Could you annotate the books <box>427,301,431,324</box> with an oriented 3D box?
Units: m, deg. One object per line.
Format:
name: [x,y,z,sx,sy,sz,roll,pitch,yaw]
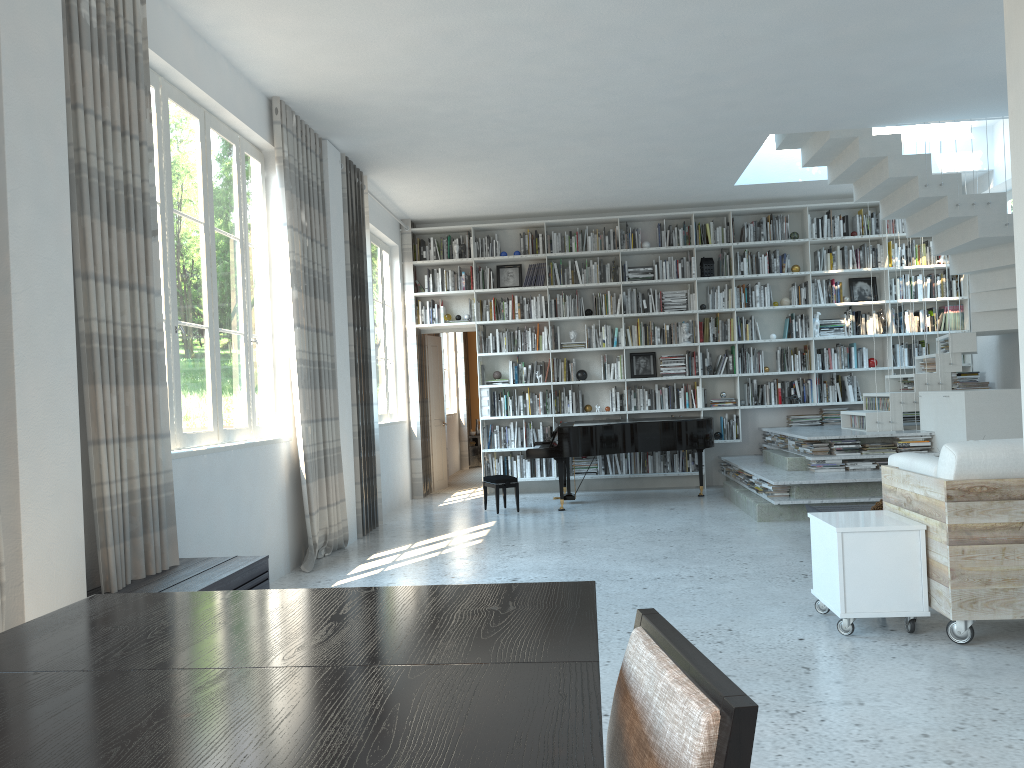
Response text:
books: [-0.974,-0.829,10.449,0.022,0.281,0.156,-3,0,5]

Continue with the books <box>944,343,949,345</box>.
books: [4.335,-0.397,8.669,0.144,0.011,0.257,-3,-1,12]

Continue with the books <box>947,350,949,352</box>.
books: [4.345,-0.327,8.667,0.130,0.014,0.249,-3,-1,18]

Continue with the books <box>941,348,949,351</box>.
books: [4.316,-0.339,8.675,0.182,0.013,0.287,-3,-1,19]

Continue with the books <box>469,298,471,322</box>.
books: [-0.485,-0.853,10.403,0.012,0.285,0.159,-3,0,5]

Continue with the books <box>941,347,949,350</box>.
books: [4.315,-0.353,8.675,0.191,0.014,0.243,-3,-1,18]

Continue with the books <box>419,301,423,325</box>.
books: [-1.065,-0.825,10.449,0.023,0.281,0.170,-3,0,5]

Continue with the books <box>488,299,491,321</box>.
books: [-0.257,-0.852,10.387,0.010,0.263,0.151,-3,0,5]

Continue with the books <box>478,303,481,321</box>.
books: [-0.372,-0.831,10.397,0.022,0.232,0.151,-3,0,5]

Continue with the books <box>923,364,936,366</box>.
books: [4.085,-0.185,8.492,0.232,0.011,0.171,-3,-1,41]

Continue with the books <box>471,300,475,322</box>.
books: [-0.455,-0.846,10.422,0.044,0.269,0.134,-3,0,5]

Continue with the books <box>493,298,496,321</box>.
books: [-0.199,-0.864,10.380,0.020,0.281,0.164,-3,0,5]

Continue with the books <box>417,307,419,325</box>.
books: [-1.095,-0.794,10.451,0.013,0.222,0.162,-3,0,5]

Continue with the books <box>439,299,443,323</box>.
books: [-0.826,-0.844,10.432,0.013,0.298,0.179,-3,0,5]

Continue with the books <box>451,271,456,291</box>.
books: [-0.683,-1.194,10.412,0.030,0.251,0.165,-3,0,5]

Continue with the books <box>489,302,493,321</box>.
books: [-0.236,-0.836,10.381,0.030,0.230,0.172,-3,0,5]

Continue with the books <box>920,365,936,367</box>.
books: [4.076,-0.176,8.480,0.295,0.006,0.146,-3,-1,39]

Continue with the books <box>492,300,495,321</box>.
books: [-0.215,-0.849,10.378,0.014,0.252,0.187,-3,0,5]

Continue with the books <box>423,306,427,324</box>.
books: [-1.019,-0.796,10.445,0.010,0.220,0.181,-3,0,5]

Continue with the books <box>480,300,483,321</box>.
books: [-0.356,-0.848,10.387,0.012,0.263,0.180,-3,0,5]

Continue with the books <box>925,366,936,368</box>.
books: [4.076,-0.166,8.479,0.214,0.014,0.138,-3,-1,32]

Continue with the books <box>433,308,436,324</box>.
books: [-0.903,-0.788,10.435,0.024,0.193,0.181,-3,0,5]

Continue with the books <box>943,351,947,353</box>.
books: [4.453,-0.328,8.942,0.149,0.014,0.228,-3,-1,17]

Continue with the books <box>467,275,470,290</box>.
books: [-0.496,-1.171,10.406,0.026,0.188,0.154,-3,0,5]

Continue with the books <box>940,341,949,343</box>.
books: [4.316,-0.416,8.674,0.191,0.013,0.243,-3,-1,16]

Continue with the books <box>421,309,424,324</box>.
books: [-1.037,-0.783,10.454,0.029,0.197,0.160,-3,0,5]

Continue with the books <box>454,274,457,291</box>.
books: [-0.652,-1.176,10.428,0.028,0.212,0.138,-3,0,5]

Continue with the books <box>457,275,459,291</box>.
books: [-0.623,-1.169,10.434,0.029,0.197,0.144,-3,0,5]

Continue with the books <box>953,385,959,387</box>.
books: [4.872,0.017,9.521,0.206,0.015,0.144,-3,-1,2]

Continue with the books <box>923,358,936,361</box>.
books: [4.080,-0.239,8.488,0.234,0.025,0.157,-3,-1,42]

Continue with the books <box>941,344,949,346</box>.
books: [4.322,-0.387,8.673,0.176,0.007,0.254,-3,-1,13]

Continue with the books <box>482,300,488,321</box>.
books: [-0.318,-0.847,10.400,0.062,0.258,0.153,-3,0,5]

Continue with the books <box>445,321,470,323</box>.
books: [-0.635,-0.721,10.421,0.285,0.012,0.159,-3,-1,2]

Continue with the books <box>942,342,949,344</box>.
books: [4.325,-0.406,8.672,0.174,0.009,0.240,-3,-1,14]

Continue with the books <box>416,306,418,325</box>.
books: [-1.108,-0.796,10.452,0.013,0.228,0.179,-3,0,5]

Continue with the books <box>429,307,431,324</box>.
books: [-0.949,-0.796,10.464,0.023,0.214,0.140,-3,0,5]

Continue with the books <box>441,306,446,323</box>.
books: [-0.804,-0.801,10.416,0.029,0.211,0.187,-3,0,5]

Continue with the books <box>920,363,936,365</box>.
books: [4.075,-0.194,8.479,0.295,0.007,0.146,-3,-1,35]

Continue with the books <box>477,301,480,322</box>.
books: [-0.389,-0.841,10.407,0.012,0.254,0.161,-3,0,5]

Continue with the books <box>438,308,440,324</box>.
books: [-0.843,-0.789,10.453,0.029,0.191,0.134,-3,0,5]

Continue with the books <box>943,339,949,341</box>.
books: [4.442,-0.441,8.945,0.165,0.014,0.235,-3,-1,22]

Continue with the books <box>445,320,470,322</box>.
books: [-0.635,-0.733,10.424,0.285,0.012,0.159,-3,-1,7]

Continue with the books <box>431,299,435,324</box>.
books: [-0.925,-0.839,10.423,0.013,0.297,0.187,-3,0,5]

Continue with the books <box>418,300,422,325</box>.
books: [-1.081,-0.834,10.473,0.013,0.303,0.135,-3,0,5]

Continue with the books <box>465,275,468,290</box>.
books: [-0.522,-1.173,10.423,0.029,0.196,0.146,-3,0,5]

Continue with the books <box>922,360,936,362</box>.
books: [4.075,-0.224,8.481,0.254,0.005,0.161,-3,-1,37]

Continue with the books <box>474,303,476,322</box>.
books: [-0.416,-0.826,10.367,0.021,0.224,0.231,-3,-1,5]

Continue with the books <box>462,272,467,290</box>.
books: [-0.554,-1.189,10.397,0.029,0.229,0.191,-3,0,5]

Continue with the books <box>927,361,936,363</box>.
books: [4.085,-0.213,8.493,0.184,0.016,0.179,-3,-1,33]

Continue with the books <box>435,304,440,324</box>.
books: [-0.872,-0.811,10.415,0.021,0.237,0.188,-3,0,5]

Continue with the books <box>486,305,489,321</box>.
books: [-0.275,-0.817,10.373,0.026,0.195,0.175,-3,0,5]

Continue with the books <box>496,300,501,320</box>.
books: [-0.153,-0.850,10.383,0.047,0.249,0.134,-3,0,5]

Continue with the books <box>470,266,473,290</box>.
books: [-0.465,-1.225,10.405,0.014,0.294,0.173,-3,0,5]

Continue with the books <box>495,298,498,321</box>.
books: [-0.184,-0.863,10.368,0.011,0.277,0.164,-3,0,5]

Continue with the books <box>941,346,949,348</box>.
books: [4.322,-0.365,8.673,0.187,0.009,0.261,-3,-1,15]

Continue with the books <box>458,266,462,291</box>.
books: [-0.607,-1.223,10.407,0.012,0.303,0.189,-3,0,5]

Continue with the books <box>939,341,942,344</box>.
books: [4.433,-0.426,8.948,0.190,0.015,0.230,-3,-1,19]

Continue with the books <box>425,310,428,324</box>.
books: [-0.996,-0.779,10.468,0.029,0.185,0.134,-3,0,5]

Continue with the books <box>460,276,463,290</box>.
books: [-0.581,-1.164,10.421,0.031,0.182,0.151,-3,0,5]
